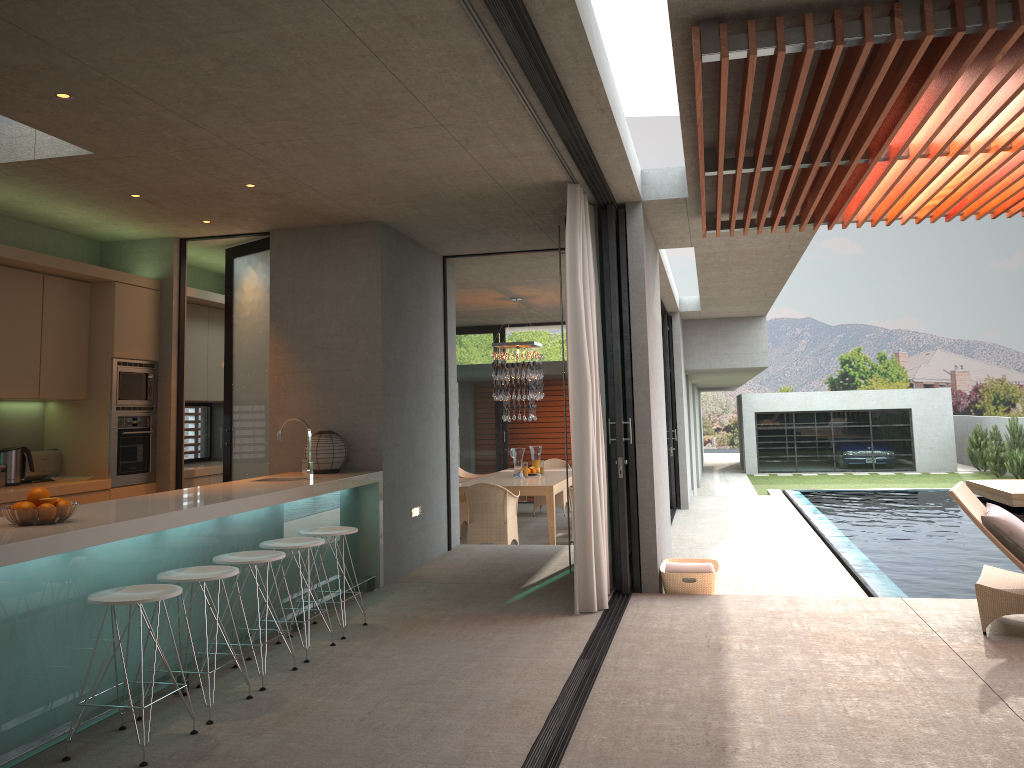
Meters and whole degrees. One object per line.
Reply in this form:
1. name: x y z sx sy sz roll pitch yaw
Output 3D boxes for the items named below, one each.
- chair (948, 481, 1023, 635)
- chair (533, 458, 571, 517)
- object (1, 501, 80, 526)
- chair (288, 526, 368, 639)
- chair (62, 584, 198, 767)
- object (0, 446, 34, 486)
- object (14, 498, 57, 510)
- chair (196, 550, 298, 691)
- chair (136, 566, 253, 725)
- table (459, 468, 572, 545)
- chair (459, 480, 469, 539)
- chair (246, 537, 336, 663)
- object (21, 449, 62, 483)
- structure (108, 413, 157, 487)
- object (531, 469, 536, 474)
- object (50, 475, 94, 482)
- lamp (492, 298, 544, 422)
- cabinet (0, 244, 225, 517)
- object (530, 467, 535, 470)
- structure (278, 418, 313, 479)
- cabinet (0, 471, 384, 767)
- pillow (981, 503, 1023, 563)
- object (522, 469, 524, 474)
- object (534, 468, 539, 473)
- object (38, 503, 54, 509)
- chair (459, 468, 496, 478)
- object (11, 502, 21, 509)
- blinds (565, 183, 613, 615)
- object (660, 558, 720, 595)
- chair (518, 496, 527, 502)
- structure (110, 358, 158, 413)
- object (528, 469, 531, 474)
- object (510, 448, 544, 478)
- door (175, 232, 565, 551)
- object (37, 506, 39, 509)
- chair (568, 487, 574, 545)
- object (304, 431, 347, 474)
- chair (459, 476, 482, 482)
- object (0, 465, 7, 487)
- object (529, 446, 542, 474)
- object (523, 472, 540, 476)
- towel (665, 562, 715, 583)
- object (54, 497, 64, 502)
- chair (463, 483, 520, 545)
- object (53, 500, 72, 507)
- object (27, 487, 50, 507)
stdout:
1. chair: 3.771 1.013 4.957 2.287 0.835 0.697 -3 -5 31
2. chair: 0.635 1.645 14.134 0.617 0.871 0.625 -3 -5 12
3. object: -2.135 0.588 4.002 0.315 0.083 0.313 -2 -2 13
4. chair: -1.166 1.248 5.617 0.381 0.629 0.379 -3 -5 12
5. chair: -1.591 1.199 3.721 0.381 0.629 0.379 -3 -5 12
6. object: -3.729 0.610 6.581 0.177 0.288 0.276 -3 -5 18
7. object: -2.128 0.566 3.946 0.173 0.101 0.096 0 -5 -33
8. chair: -1.382 1.222 4.644 0.381 0.629 0.379 -3 -5 12
9. chair: -1.487 1.210 4.179 0.381 0.629 0.379 -3 -5 12
10. table: 0.230 1.644 12.116 1.278 0.763 3.239 -2 -2 13
11. chair: -0.933 1.618 11.984 0.629 0.871 0.613 -3 -5 12
12. chair: -1.275 1.235 5.127 0.381 0.629 0.379 -3 -5 12
13. object: -3.706 0.639 6.896 0.150 0.249 0.387 -3 -3 13
14. structure: -3.316 0.539 7.331 0.497 0.585 0.592 -3 -4 13
15. object: 0.297 1.211 12.173 0.080 0.082 0.081 -5 -6 41
16. object: -3.404 0.737 6.844 0.310 0.034 0.308 -1 -2 -19
17. lamp: 0.083 -0.340 12.496 0.617 1.772 0.614 -3 -6 12
18. cabinet: -3.059 0.328 5.899 1.963 2.586 7.428 -3 -3 13
19. object: 0.279 1.168 12.223 0.071 0.048 0.071 0 -4 -27
20. structure: -1.587 0.470 6.428 0.258 0.445 0.096 -3 -6 12
21. cabinet: -1.870 1.112 5.147 0.799 0.906 4.098 -3 -2 13
22. pillow: 3.114 0.973 5.358 0.425 0.431 0.606 -4 -4 31
23. object: 0.151 1.215 12.227 0.086 0.088 0.086 1 -5 -27
24. object: 0.325 1.209 12.252 0.087 0.088 0.086 -2 -4 3
25. object: -2.074 0.573 3.939 0.080 0.082 0.081 -5 -6 41
26. chair: -0.609 1.655 13.418 0.629 0.871 0.613 -3 -5 12
27. object: -2.220 0.576 3.993 0.086 0.088 0.086 1 -5 -27
28. blinds: 0.539 0.063 6.397 0.229 2.961 0.877 -3 -6 9
29. object: 1.376 1.552 6.801 0.445 0.303 0.676 -2 -3 12
30. chair: -0.050 2.378 18.011 0.616 0.871 0.626 2 -6 -32
31. structure: -3.348 0.029 7.393 0.459 0.441 0.593 -2 -4 13
32. object: 0.210 1.208 12.159 0.094 0.095 0.094 -2 -4 3
33. object: 0.181 1.068 12.062 0.324 0.390 0.538 -4 -4 29
34. door: -0.305 0.687 2.271 5.773 4.511 15.221 -1 -2 -15
35. object: -2.119 0.581 3.997 0.070 0.071 0.070 2 -5 -38
36. chair: 1.047 1.528 10.819 0.629 0.871 0.613 -3 -5 12
37. object: -1.484 0.541 7.044 0.340 0.337 0.337 -2 -4 4
38. chair: -0.771 1.637 12.701 0.629 0.871 0.613 -3 -5 12
39. object: -3.836 0.666 6.254 0.240 0.161 0.398 -2 -3 13
40. object: 0.340 1.079 12.560 0.193 0.390 0.191 -1 -6 -6
41. object: 0.239 1.249 12.238 0.310 0.034 0.308 -1 -2 -19
42. towel: 1.347 1.491 6.662 0.368 0.314 0.307 -2 -4 13
43. object: -2.108 0.572 4.087 0.094 0.095 0.094 -2 -4 1
44. chair: -0.232 1.539 10.098 0.617 0.871 0.625 -3 -5 12
45. object: -2.046 0.570 4.018 0.087 0.088 0.086 -2 -4 3
46. object: -2.161 0.518 4.034 0.094 0.095 0.094 -4 -5 32
